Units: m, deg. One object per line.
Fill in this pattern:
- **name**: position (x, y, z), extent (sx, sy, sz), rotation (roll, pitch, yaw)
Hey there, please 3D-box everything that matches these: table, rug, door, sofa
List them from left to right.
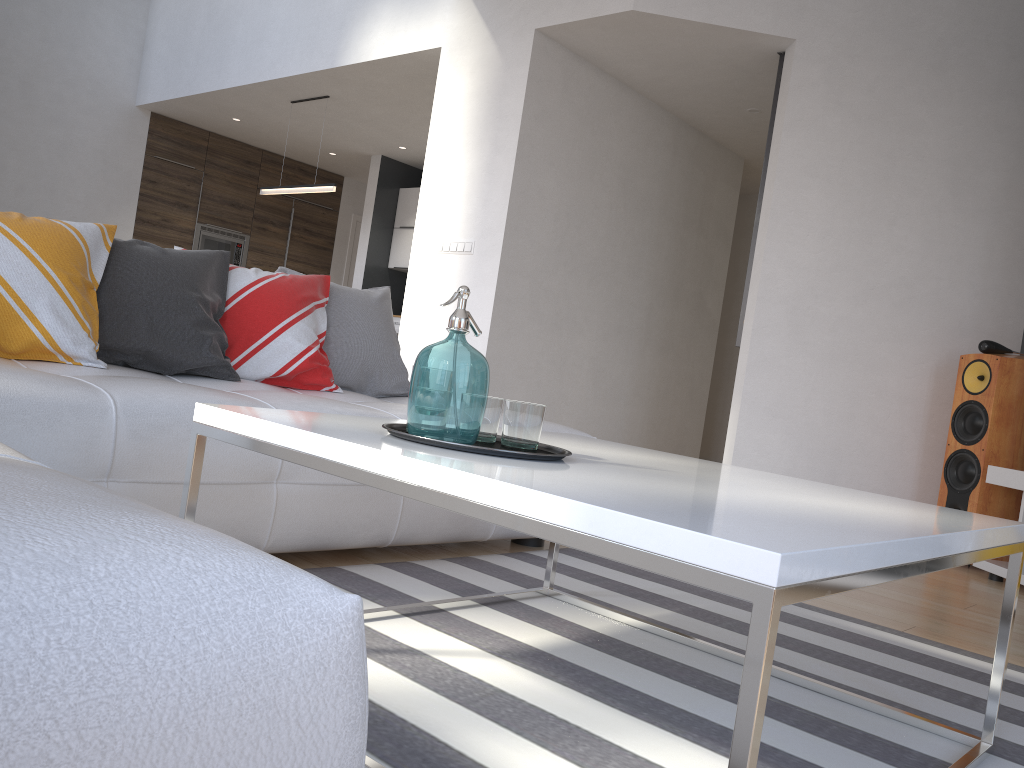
- **sofa**: position (-0.749, 0.082, 1.829), extent (2.614, 0.732, 3.424), rotation (9, 1, 41)
- **door**: position (-1.640, -0.827, 10.406), extent (0.085, 2.136, 0.974), rotation (9, 1, 41)
- **table**: position (0.173, 0.361, 1.608), extent (1.091, 0.435, 1.091), rotation (9, 1, 41)
- **rug**: position (0.202, 0.588, 1.866), extent (1.662, 0.016, 2.326), rotation (9, 1, 41)

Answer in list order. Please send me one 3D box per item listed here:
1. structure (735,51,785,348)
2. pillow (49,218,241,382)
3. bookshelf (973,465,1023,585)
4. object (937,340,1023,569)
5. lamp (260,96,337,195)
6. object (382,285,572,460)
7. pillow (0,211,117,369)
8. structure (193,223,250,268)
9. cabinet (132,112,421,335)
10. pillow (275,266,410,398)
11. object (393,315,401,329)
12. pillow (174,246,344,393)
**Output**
- **structure**: position (3.773, -1.104, 5.375), extent (2.823, 4.339, 4.190), rotation (9, 1, 41)
- **pillow**: position (-1.584, -0.319, 2.048), extent (0.608, 0.436, 2.120), rotation (9, 1, 37)
- **bookshelf**: position (2.542, -0.095, 2.508), extent (0.455, 2.052, 3.000), rotation (9, 0, -4)
- **object**: position (2.372, 0.352, 4.316), extent (0.434, 1.088, 0.290), rotation (8, 1, -19)
- **lamp**: position (-1.650, -1.880, 6.996), extent (0.998, 0.756, 0.020), rotation (9, 1, 41)
- **object**: position (-0.042, -0.024, 1.531), extent (0.330, 0.265, 0.330), rotation (8, 1, -25)
- **pillow**: position (-1.320, -0.259, 1.544), extent (0.630, 0.440, 2.095), rotation (9, 0, -2)
- **structure**: position (-3.085, -1.362, 9.035), extent (0.459, 0.430, 0.595), rotation (9, 1, 41)
- **cabinet**: position (-1.128, -0.918, 7.479), extent (4.694, 2.501, 2.402), rotation (9, 1, 41)
- **pillow**: position (-1.066, -0.246, 2.152), extent (0.647, 0.453, 2.953), rotation (9, 1, 29)
- **object**: position (-1.047, -0.587, 8.780), extent (0.380, 0.148, 0.263), rotation (9, 1, 41)
- **pillow**: position (-1.380, -0.264, 2.299), extent (0.575, 0.449, 2.250), rotation (9, 1, 39)
